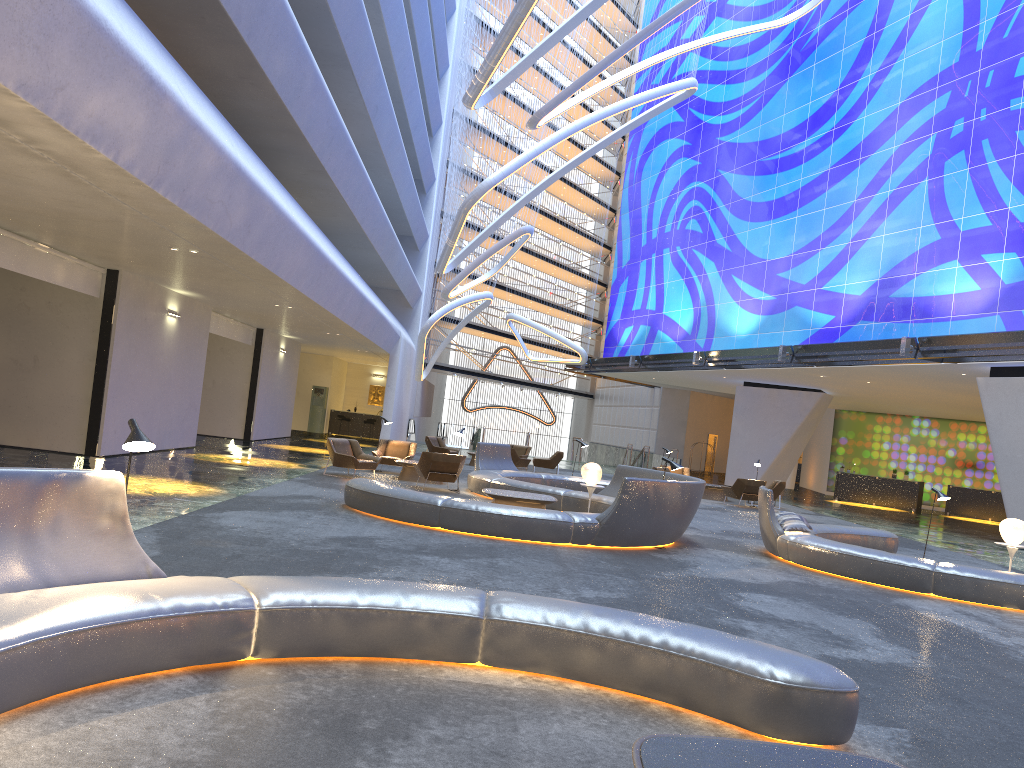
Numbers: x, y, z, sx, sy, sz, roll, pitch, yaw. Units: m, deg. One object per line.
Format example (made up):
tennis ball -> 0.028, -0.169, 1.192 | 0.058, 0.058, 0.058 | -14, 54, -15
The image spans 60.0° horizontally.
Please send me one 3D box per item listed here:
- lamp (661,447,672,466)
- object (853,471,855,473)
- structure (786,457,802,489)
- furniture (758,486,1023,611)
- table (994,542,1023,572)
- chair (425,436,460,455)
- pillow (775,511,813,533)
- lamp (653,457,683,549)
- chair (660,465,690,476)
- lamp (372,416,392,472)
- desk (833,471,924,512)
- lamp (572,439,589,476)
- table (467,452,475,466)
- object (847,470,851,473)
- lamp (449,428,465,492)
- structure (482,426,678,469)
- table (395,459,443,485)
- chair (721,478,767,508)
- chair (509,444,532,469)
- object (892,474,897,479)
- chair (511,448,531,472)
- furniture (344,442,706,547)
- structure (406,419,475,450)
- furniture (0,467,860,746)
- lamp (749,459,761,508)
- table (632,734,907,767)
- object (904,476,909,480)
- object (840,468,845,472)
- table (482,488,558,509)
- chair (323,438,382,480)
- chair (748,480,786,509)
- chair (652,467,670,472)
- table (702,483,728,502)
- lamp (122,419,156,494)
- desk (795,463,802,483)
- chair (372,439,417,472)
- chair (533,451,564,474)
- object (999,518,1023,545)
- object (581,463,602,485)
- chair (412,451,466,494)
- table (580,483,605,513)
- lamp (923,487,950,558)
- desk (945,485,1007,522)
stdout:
lamp -> 4.562, 2.548, 26.614 | 0.384, 1.300, 0.202 | 7, 0, 15
object -> 13.046, 3.371, 33.791 | 0.072, 0.070, 0.073 | 6, -2, 33
structure -> 12.410, 3.632, 39.278 | 1.024, 2.050, 0.772 | 7, -1, -24
furniture -> 6.702, 2.284, 10.687 | 5.189, 0.969, 9.927 | 7, -2, -10
table -> 7.295, 2.651, 12.994 | 0.418, 0.595, 0.427 | 7, -1, -28
chair -> -2.202, 2.057, 27.624 | 0.937, 0.766, 0.931 | 6, -2, 23
pillow -> 4.143, 2.042, 13.222 | 0.692, 0.262, 0.878 | 7, -2, 7
lamp -> 2.179, 1.688, 12.580 | 0.384, 1.300, 0.202 | 7, 0, 15
chair -> 4.870, 2.854, 26.568 | 0.929, 0.766, 0.939 | 7, -2, 4
lamp -> -3.046, 1.402, 20.722 | 0.384, 1.300, 0.202 | 7, 0, 15
desk -> 13.831, 4.039, 33.475 | 2.972, 1.097, 0.815 | 5, -2, 37
lamp -> 1.552, 1.952, 20.807 | 0.384, 1.300, 0.202 | 7, 0, 15
table -> -0.789, 2.420, 27.967 | 1.202, 0.392, 1.205 | 6, -2, 16
object -> 12.882, 3.337, 33.900 | 0.107, 0.108, 0.111 | 6, -2, 33
lamp -> -1.084, 1.516, 17.826 | 0.201, 1.300, 0.384 | 7, -1, 15
structure -> 2.362, 7.011, 50.457 | 9.305, 8.396, 19.744 | 7, -2, -2
table -> -1.980, 1.927, 19.413 | 1.203, 0.392, 1.204 | 7, -2, -2
chair -> 6.160, 2.880, 23.477 | 0.930, 0.766, 0.938 | 7, -2, -18
chair -> 0.091, 2.396, 29.249 | 0.928, 0.766, 0.940 | 6, -2, 25
object -> 14.216, 3.439, 32.959 | 0.150, 0.145, 0.150 | 6, -2, 32
chair -> -0.051, 2.258, 26.302 | 0.941, 0.766, 0.928 | 8, -2, -40
furniture -> 0.948, 1.827, 16.169 | 5.180, 0.969, 9.943 | 6, -2, 15
structure -> -4.002, 6.194, 49.791 | 3.017, 8.235, 19.840 | 7, -2, -2
furniture -> -0.314, 1.055, 1.080 | 5.187, 0.969, 9.930 | 7, -2, -5
lamp -> 6.524, 2.662, 23.718 | 0.201, 1.300, 0.384 | 7, -1, 15
table -> 1.008, 1.606, 2.962 | 1.203, 0.392, 1.204 | 7, -2, -2
object -> 14.567, 3.472, 32.755 | 0.150, 0.145, 0.150 | 6, -2, 32
object -> 12.678, 3.299, 34.034 | 0.149, 0.149, 0.149 | 6, -2, 33
table -> 0.098, 1.958, 14.156 | 1.203, 0.392, 1.204 | 7, -2, -2
chair -> -3.301, 1.539, 18.204 | 0.937, 0.766, 0.931 | 6, -2, 31
chair -> 7.128, 3.053, 24.891 | 0.938, 0.766, 0.930 | 7, -2, 7
chair -> 4.307, 2.685, 24.096 | 0.937, 0.766, 0.931 | 6, -2, 31
table -> 5.628, 3.073, 25.305 | 1.203, 0.392, 1.204 | 7, -2, -2
lamp -> -2.274, 0.855, 5.192 | 0.202, 1.300, 0.383 | 7, -1, -42
desk -> 15.491, 4.891, 49.404 | 2.972, 1.097, 0.815 | 5, -2, 37
chair -> -2.738, 1.708, 20.676 | 0.929, 0.766, 0.939 | 7, -2, 4
chair -> 1.116, 2.462, 27.875 | 0.938, 0.766, 0.930 | 7, -2, 0
object -> 7.330, 2.159, 12.952 | 0.367, 0.387, 0.318 | 7, -1, -20
object -> 1.360, 1.543, 15.214 | 0.366, 0.387, 0.318 | 7, -1, 5
chair -> -1.448, 1.734, 17.585 | 0.930, 0.766, 0.938 | 7, -2, -18
table -> 1.342, 2.036, 15.242 | 0.418, 0.595, 0.428 | 7, -1, -3
lamp -> 6.358, 2.216, 13.353 | 0.202, 1.300, 0.383 | 7, -1, -26
desk -> 17.481, 4.421, 32.220 | 2.972, 1.097, 0.815 | 5, -2, 35
